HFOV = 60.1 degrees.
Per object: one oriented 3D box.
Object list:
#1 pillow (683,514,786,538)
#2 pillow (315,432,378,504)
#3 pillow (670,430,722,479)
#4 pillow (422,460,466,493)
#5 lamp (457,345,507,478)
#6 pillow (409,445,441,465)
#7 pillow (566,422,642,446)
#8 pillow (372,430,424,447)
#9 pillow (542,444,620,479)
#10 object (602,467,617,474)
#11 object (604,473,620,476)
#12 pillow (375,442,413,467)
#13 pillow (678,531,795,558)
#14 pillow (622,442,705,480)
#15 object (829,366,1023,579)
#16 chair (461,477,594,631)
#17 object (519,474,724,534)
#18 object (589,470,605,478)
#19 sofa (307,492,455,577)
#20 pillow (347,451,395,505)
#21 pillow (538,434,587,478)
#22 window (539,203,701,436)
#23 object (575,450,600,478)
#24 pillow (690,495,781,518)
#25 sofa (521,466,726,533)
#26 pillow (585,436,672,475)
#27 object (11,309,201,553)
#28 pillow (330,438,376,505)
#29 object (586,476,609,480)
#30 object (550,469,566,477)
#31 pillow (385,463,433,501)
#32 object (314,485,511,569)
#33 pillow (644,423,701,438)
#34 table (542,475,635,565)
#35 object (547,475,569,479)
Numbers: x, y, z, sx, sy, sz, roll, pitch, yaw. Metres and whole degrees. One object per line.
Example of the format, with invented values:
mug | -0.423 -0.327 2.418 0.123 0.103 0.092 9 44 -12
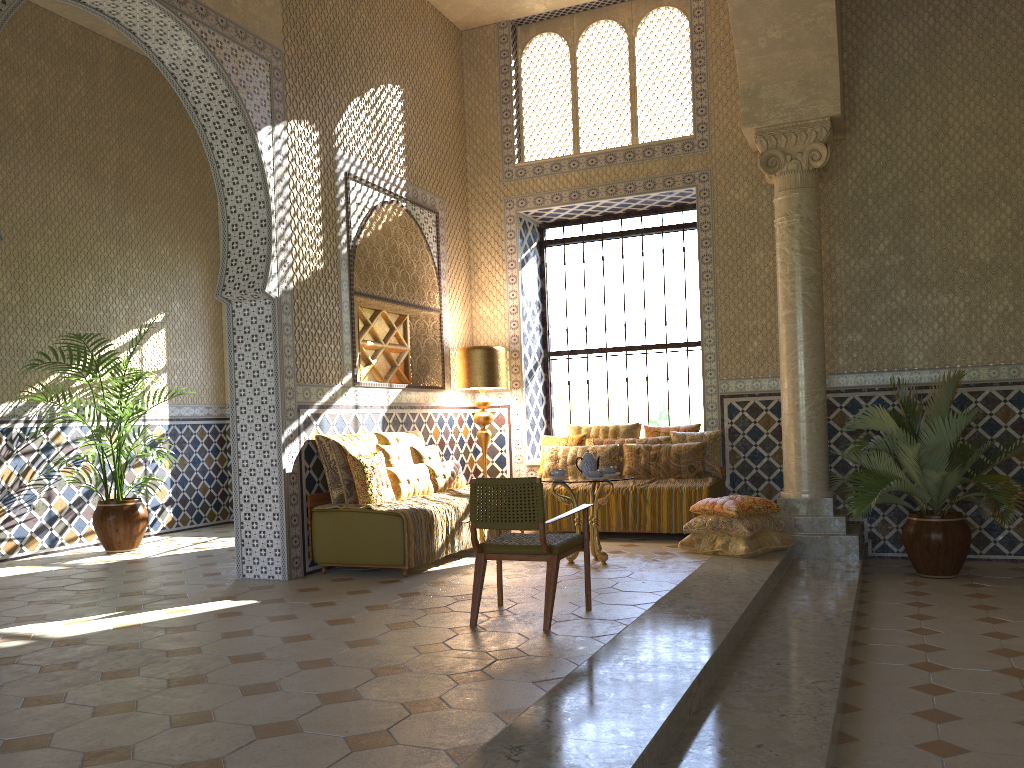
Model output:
pillow | 2.702 1.716 10.763 0.933 0.347 0.879 -4 -3 43
pillow | -1.890 1.007 10.710 0.422 0.832 1.192 -2 -1 23
pillow | 2.595 1.003 12.521 0.741 0.693 0.340 -3 0 23
pillow | -0.899 1.253 11.783 0.271 0.450 0.982 -2 -2 23
lamp | -0.421 0.852 13.401 0.736 2.815 0.737 -2 0 -8
pillow | -1.113 1.135 11.820 0.313 0.638 0.681 -2 -1 23
pillow | 1.348 1.007 13.288 1.193 0.833 0.422 -3 0 23
pillow | -1.422 1.040 11.811 0.422 0.832 1.192 -2 -1 23
pillow | 0.991 1.166 12.947 1.192 0.547 0.329 -3 -1 23
object | 1.155 1.035 10.495 0.183 0.100 0.183 -2 -2 12
object | 1.156 1.073 10.496 0.256 0.032 0.256 -2 -3 2
pillow | -1.428 1.083 11.081 0.341 0.693 0.740 -2 -1 23
pillow | 2.730 1.917 10.766 1.042 0.368 0.992 0 -3 -42
pillow | 2.118 1.103 12.467 1.192 0.547 0.329 -3 -1 23
object | 5.132 1.049 10.523 2.642 2.503 2.164 -2 -1 10
chair | 0.113 1.365 7.500 0.951 1.210 0.906 -2 -1 23
object | 1.479 1.697 12.657 2.888 0.718 1.314 -3 -2 23
object | 0.952 1.015 9.892 0.183 0.100 0.183 -3 -2 19
sofa | -1.170 1.731 11.094 1.274 0.937 2.849 -3 -2 23
pillow | -1.603 1.109 10.193 0.345 0.651 0.684 -2 -1 23
pillow | 0.749 1.106 13.308 0.741 0.693 0.340 -3 0 23
window | -0.888 -0.623 15.133 8.489 3.992 0.573 -3 0 19
object | 0.883 0.927 10.267 0.273 0.324 0.199 -2 0 12
pillow | 2.705 1.506 10.747 0.747 0.311 0.805 -1 -3 -33
sofa | 1.540 1.706 12.699 2.852 0.938 1.273 -3 -2 23
pillow | 1.670 1.084 12.894 1.342 0.615 0.370 -3 -1 23
object | -5.793 0.651 12.660 2.258 3.554 2.751 -2 -1 27
pillow | -1.791 1.032 10.426 0.384 0.780 0.834 -2 -1 23
object | 0.952 1.053 9.892 0.256 0.032 0.256 -3 -3 19
object | 0.541 1.052 10.373 0.183 0.100 0.183 -2 -2 4
pillow | -1.266 1.227 10.921 0.271 0.450 0.982 -2 -2 23
object | -1.118 1.719 11.059 1.315 0.718 2.886 -3 -3 23
pillow | 2.324 0.984 12.936 0.856 0.801 0.393 -3 0 23
table | 0.888 1.577 10.239 1.099 0.981 1.102 -1 -2 -37
object | 0.542 1.090 10.374 0.256 0.032 0.256 -2 -3 2
